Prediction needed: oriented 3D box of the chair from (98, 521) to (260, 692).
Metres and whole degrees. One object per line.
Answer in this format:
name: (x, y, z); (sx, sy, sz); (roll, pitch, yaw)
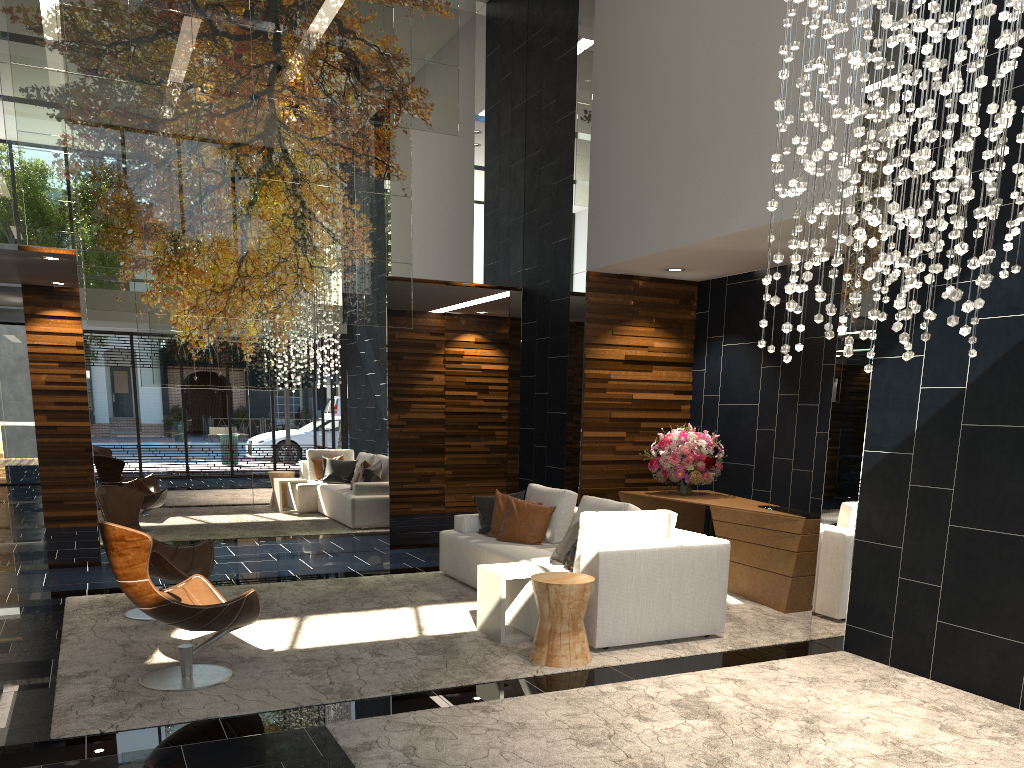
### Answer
chair: (-1.774, 1.180, 4.720); (0.668, 0.959, 0.772); (6, 8, 32)

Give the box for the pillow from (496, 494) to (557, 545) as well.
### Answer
pillow: (0.099, 1.144, 7.204); (0.514, 0.426, 0.262); (4, 8, 34)

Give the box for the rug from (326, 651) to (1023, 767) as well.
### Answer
rug: (1.135, 1.687, 3.898); (3.408, 0.006, 2.287); (2, -2, -26)

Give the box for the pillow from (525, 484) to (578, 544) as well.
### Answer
pillow: (0.293, 1.108, 7.412); (0.246, 0.464, 0.703); (-3, 4, -26)

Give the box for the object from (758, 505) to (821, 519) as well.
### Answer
object: (2.268, 1.030, 6.953); (0.241, 0.027, 0.695); (1, -2, -15)

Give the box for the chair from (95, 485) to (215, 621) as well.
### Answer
chair: (-2.577, 1.204, 6.176); (0.788, 0.960, 0.653); (1, 7, 2)

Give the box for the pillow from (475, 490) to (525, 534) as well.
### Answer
pillow: (-0.103, 1.129, 7.582); (0.551, 0.429, 0.248); (2, 8, 22)

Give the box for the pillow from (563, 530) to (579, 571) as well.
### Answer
pillow: (0.567, 1.138, 6.148); (0.252, 0.427, 0.545); (6, 6, 32)

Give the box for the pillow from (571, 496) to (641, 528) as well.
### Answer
pillow: (0.680, 1.101, 6.621); (0.289, 0.448, 0.703); (-3, 4, -25)

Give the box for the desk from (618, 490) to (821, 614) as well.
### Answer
desk: (1.955, 1.426, 7.717); (0.987, 0.769, 2.196); (-1, 1, -26)

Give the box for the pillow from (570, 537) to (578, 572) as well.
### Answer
pillow: (0.614, 1.120, 5.952); (0.517, 0.426, 0.261); (-1, 8, -29)

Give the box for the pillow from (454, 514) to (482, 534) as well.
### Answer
pillow: (-0.216, 1.258, 7.854); (0.621, 0.156, 0.235); (1, 2, -30)

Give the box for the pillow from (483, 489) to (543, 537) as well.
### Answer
pillow: (0.012, 1.123, 7.401); (0.544, 0.445, 0.237); (3, 9, 29)

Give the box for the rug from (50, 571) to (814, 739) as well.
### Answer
rug: (-0.148, 1.736, 6.621); (5.886, 0.006, 3.146); (2, -2, -25)

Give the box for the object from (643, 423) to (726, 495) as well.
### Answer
object: (1.643, 0.709, 8.132); (0.686, 0.698, 0.646); (-3, 7, -34)

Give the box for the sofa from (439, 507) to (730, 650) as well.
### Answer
sofa: (0.281, 1.394, 6.816); (1.287, 0.701, 2.791); (0, 0, -26)

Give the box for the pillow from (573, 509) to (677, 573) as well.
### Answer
pillow: (0.762, 1.076, 5.802); (0.710, 0.474, 0.211); (0, 9, -24)

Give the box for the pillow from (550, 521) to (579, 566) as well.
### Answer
pillow: (0.480, 1.143, 6.305); (0.297, 0.375, 0.495); (4, 4, 24)

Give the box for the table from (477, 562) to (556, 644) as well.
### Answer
table: (0.025, 1.480, 5.869); (0.398, 0.481, 0.389); (-2, 7, -26)

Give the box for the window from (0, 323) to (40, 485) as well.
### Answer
window: (-10.082, 0.342, 14.731); (3.945, 2.932, 0.058); (0, 11, -25)

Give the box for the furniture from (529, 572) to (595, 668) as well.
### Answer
furniture: (0.303, 1.443, 5.298); (0.392, 0.538, 0.380); (2, 7, 9)
